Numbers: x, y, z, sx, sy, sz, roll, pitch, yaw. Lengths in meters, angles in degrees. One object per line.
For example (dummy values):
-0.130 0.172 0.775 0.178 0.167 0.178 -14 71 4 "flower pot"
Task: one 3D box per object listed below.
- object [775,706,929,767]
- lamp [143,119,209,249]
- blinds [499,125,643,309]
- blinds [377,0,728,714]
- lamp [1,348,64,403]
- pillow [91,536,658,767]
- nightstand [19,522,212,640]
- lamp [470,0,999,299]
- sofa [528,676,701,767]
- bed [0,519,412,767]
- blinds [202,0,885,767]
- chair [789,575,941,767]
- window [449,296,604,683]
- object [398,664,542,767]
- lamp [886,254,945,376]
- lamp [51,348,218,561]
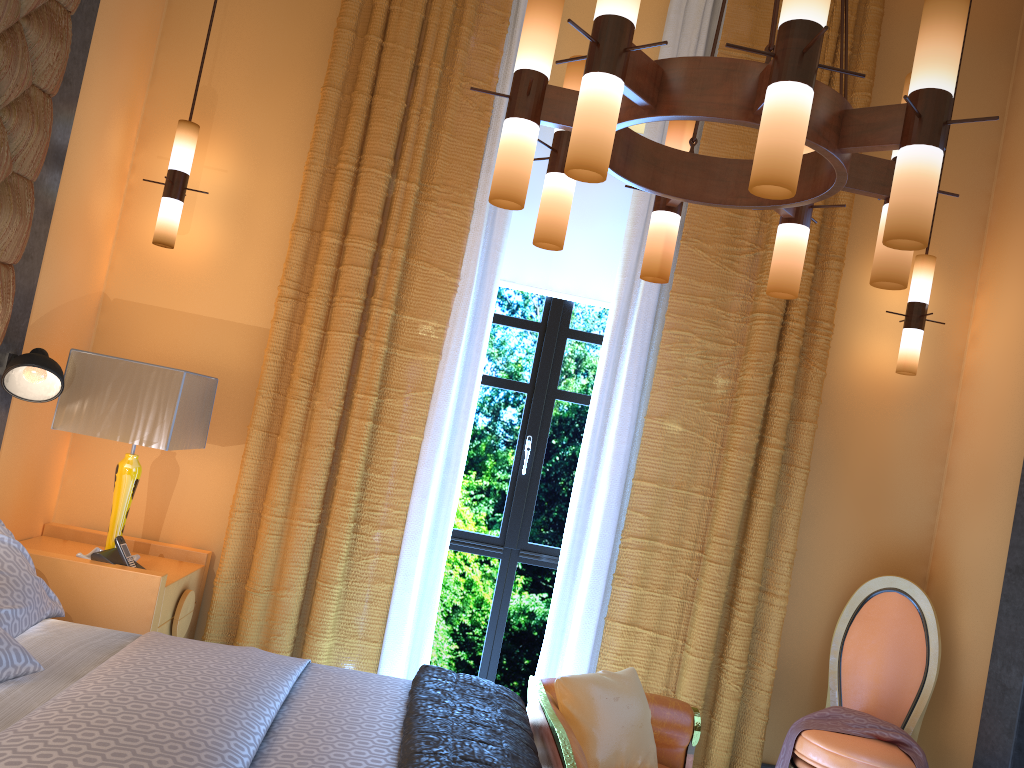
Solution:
1.452 1.641 3.529 0.801 0.571 0.430 8 -5 44 "object"
-1.412 -0.839 3.729 0.199 0.531 0.200 8 -4 41 "lamp"
0.318 -0.836 4.278 1.200 0.872 0.013 11 -3 -4 "blinds"
0.187 -0.355 3.941 2.051 4.071 0.237 11 -3 -6 "blinds"
-1.538 0.014 3.200 0.231 0.218 0.569 8 -5 44 "lamp"
-0.263 0.980 2.923 2.624 0.406 1.150 8 -5 38 "pillow"
-1.670 0.984 3.486 0.720 0.689 0.681 11 -3 -4 "nightstand"
0.662 -1.396 2.198 1.139 2.166 1.143 10 -3 19 "lamp"
0.381 1.331 2.422 0.650 0.639 1.616 11 -4 -3 "sofa"
-0.907 0.928 2.268 2.107 0.824 1.890 11 -4 -4 "bed"
0.235 -0.375 3.862 2.451 4.142 0.134 11 -3 -4 "blinds"
1.453 1.366 3.642 0.499 1.146 0.634 9 -3 30 "chair"
0.114 0.206 4.238 1.200 2.997 0.130 11 -3 -4 "window"
-0.095 0.983 2.319 0.405 0.104 1.462 11 -4 -4 "object"
1.795 -0.305 3.939 0.199 0.531 0.200 8 -4 41 "lamp"
-1.484 0.316 3.430 0.424 0.801 0.506 11 -3 -4 "lamp"
